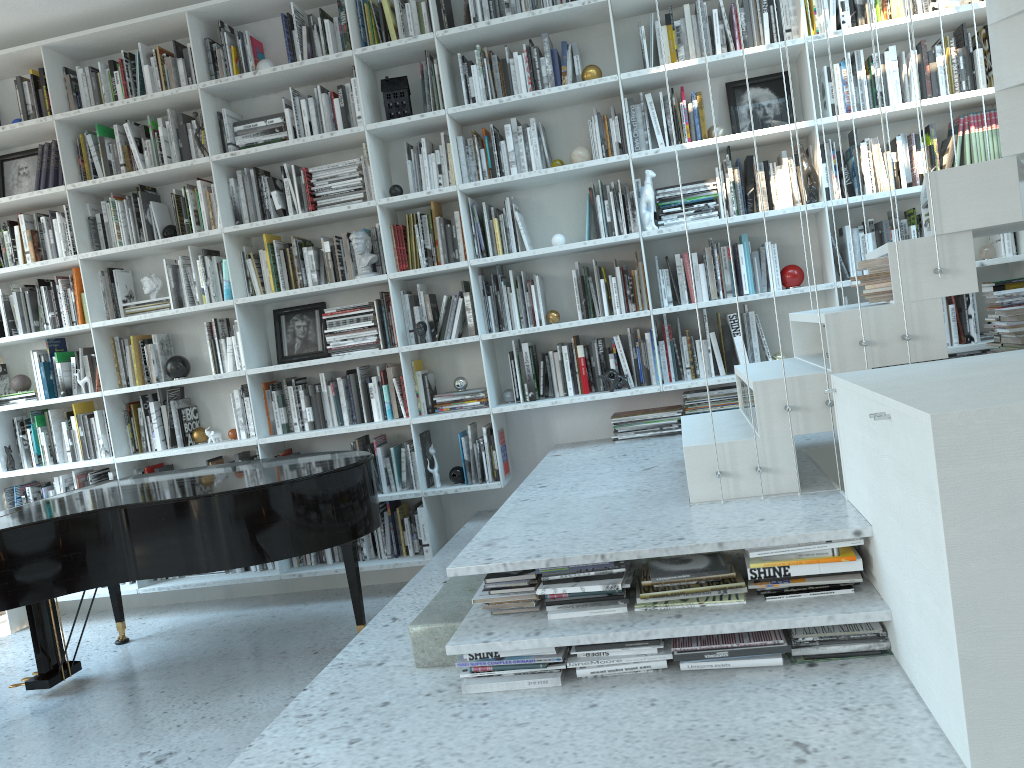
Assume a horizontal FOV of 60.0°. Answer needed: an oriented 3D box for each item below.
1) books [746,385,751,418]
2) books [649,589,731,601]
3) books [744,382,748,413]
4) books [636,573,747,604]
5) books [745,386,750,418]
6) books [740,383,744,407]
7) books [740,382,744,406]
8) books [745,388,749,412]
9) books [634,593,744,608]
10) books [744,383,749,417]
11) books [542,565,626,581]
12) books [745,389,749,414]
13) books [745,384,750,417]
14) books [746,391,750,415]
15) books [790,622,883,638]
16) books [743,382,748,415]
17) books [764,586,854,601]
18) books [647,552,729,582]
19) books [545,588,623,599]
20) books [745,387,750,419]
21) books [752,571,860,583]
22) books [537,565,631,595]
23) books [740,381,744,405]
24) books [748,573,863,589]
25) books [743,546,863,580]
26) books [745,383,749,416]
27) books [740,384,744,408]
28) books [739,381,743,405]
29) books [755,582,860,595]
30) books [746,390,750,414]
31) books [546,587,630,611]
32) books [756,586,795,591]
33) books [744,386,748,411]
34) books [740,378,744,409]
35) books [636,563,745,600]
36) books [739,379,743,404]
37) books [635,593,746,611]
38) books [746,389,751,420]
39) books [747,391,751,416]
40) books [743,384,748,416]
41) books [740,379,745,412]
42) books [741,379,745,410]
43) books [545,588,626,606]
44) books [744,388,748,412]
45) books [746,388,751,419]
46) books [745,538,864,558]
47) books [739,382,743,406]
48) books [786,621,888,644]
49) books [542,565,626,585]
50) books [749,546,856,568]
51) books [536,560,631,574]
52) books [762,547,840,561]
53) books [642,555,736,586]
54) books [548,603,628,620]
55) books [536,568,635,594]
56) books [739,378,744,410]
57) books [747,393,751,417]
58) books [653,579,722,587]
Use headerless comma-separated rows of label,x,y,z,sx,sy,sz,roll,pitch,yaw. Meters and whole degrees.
books,0.889,0.058,3.091,0.125,0.125,0.008,-8,4,11
books,0.485,0.548,2.425,0.214,0.015,0.176,-8,3,12
books,0.910,0.049,3.210,0.125,0.125,0.010,-8,4,11
books,0.489,0.562,2.442,0.293,0.014,0.133,-8,3,8
books,0.897,0.054,3.137,0.125,0.125,0.007,-8,4,11
books,0.943,0.034,3.389,0.125,0.125,0.007,-8,4,11
books,0.941,0.035,3.381,0.125,0.125,0.008,-8,4,11
books,0.900,0.053,3.152,0.125,0.125,0.007,-8,4,11
books,0.487,0.573,2.423,0.287,0.005,0.165,-8,3,16
books,0.905,0.051,3.183,0.125,0.125,0.010,-8,4,11
books,0.201,0.510,2.476,0.228,0.009,0.159,-8,3,7
books,0.901,0.053,3.161,0.125,0.125,0.010,-8,4,11
books,0.896,0.055,3.130,0.125,0.125,0.010,-8,4,11
books,0.894,0.056,3.120,0.125,0.125,0.008,-8,4,11
books,0.823,0.617,2.270,0.215,0.007,0.130,-8,3,13
books,0.912,0.048,3.221,0.125,0.125,0.012,-8,4,11
books,0.779,0.536,2.368,0.220,0.011,0.177,-8,3,9
books,0.476,0.499,2.417,0.203,0.011,0.173,-8,3,6
books,0.209,0.562,2.481,0.210,0.012,0.168,-8,3,12
books,0.898,0.054,3.145,0.125,0.125,0.007,-8,4,11
books,0.774,0.491,2.375,0.268,0.014,0.159,-8,3,10
books,0.203,0.541,2.461,0.230,0.015,0.189,-8,3,16
books,0.940,0.035,3.374,0.125,0.125,0.008,-8,4,11
books,0.772,0.503,2.356,0.281,0.008,0.181,-8,3,16
books,0.769,0.470,2.365,0.284,0.030,0.176,-8,3,12
books,0.903,0.052,3.172,0.125,0.125,0.014,-8,4,11
books,0.944,0.033,3.397,0.125,0.125,0.007,-8,4,11
books,0.951,0.030,3.431,0.125,0.125,0.010,-8,4,11
books,0.779,0.526,2.377,0.259,0.009,0.152,-8,3,8
books,0.892,0.057,3.112,0.125,0.125,0.008,-8,4,11
books,0.216,0.597,2.491,0.227,0.013,0.148,-8,3,9
books,0.778,0.513,2.382,0.262,0.016,0.131,-8,3,6
books,0.907,0.050,3.193,0.125,0.125,0.007,-8,4,11
books,0.945,0.033,3.404,0.125,0.125,0.007,-8,4,11
books,0.480,0.535,2.410,0.273,0.014,0.187,-8,3,6
books,0.949,0.031,3.423,0.125,0.125,0.012,-8,4,11
books,0.488,0.579,2.423,0.291,0.007,0.174,-8,3,14
books,0.891,0.057,3.105,0.125,0.125,0.008,-8,4,11
books,0.886,0.059,3.076,0.125,0.125,0.008,-8,4,11
books,0.914,0.047,3.231,0.125,0.125,0.008,-8,4,11
books,0.938,0.036,3.364,0.125,0.125,0.010,-8,4,11
books,0.936,0.037,3.354,0.125,0.125,0.010,-8,4,11
books,0.209,0.575,2.471,0.215,0.013,0.189,-8,3,10
books,0.909,0.049,3.202,0.125,0.125,0.009,-8,4,11
books,0.890,0.058,3.098,0.125,0.125,0.008,-8,4,11
books,0.759,0.414,2.350,0.285,0.013,0.180,-8,3,6
books,0.952,0.030,3.440,0.125,0.125,0.008,-8,4,11
books,0.825,0.627,2.271,0.229,0.014,0.133,-8,3,10
books,0.205,0.522,2.485,0.221,0.018,0.154,-8,3,12
books,0.765,0.450,2.356,0.261,0.012,0.179,-8,3,15
books,0.203,0.496,2.496,0.261,0.016,0.128,-8,3,10
books,0.763,0.431,2.362,0.192,0.024,0.167,-8,3,16
books,0.479,0.510,2.425,0.246,0.013,0.172,-8,3,10
books,0.216,0.612,2.478,0.216,0.015,0.177,-8,3,9
books,0.208,0.551,2.483,0.260,0.009,0.152,-8,3,14
books,0.947,0.032,3.412,0.125,0.125,0.008,-8,4,11
books,0.887,0.059,3.083,0.125,0.125,0.007,-8,4,11
books,0.482,0.521,2.431,0.179,0.010,0.160,-8,3,13
